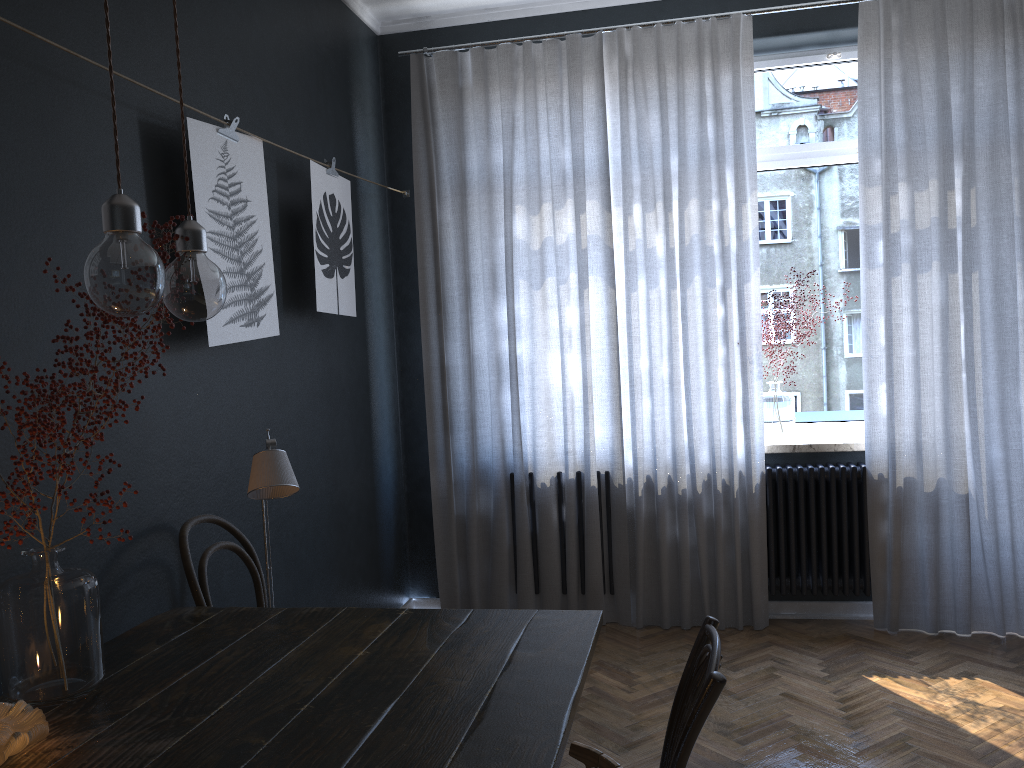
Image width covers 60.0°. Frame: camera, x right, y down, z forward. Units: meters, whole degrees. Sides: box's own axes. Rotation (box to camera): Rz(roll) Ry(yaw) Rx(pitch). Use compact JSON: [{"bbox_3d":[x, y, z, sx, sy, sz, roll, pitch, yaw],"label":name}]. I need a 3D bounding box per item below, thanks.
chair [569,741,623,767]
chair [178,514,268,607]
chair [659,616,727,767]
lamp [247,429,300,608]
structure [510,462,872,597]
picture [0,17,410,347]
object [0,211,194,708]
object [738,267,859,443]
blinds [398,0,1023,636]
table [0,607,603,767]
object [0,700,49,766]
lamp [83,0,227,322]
[{"bbox_3d":[-0.013,0.894,1.028,0.384,0.857,0.455,-3,3,-3],"label":"chair"},{"bbox_3d":[-0.617,0.824,2.514,0.549,0.921,0.437,-2,3,9],"label":"chair"},{"bbox_3d":[0.169,0.871,1.658,0.467,0.820,0.362,-2,3,11],"label":"chair"},{"bbox_3d":[-0.666,0.633,2.363,0.242,1.070,0.800,-5,4,-34],"label":"lamp"},{"bbox_3d":[0.874,0.692,4.256,1.846,0.601,0.215,-2,3,11],"label":"structure"},{"bbox_3d":[-0.943,-0.480,2.316,0.058,0.771,4.453,-2,3,11],"label":"picture"},{"bbox_3d":[-0.913,0.141,1.705,0.638,0.931,0.556,-4,3,-18],"label":"object"},{"bbox_3d":[1.275,-0.124,4.148,0.514,0.810,0.599,-4,3,-14],"label":"object"},{"bbox_3d":[1.494,-0.286,4.002,3.993,2.791,0.312,-2,3,11],"label":"blinds"},{"bbox_3d":[-0.473,0.960,1.445,1.126,0.728,1.603,-2,3,11],"label":"table"},{"bbox_3d":[-0.883,0.581,1.417,0.252,0.072,0.254,-2,3,18],"label":"object"},{"bbox_3d":[-0.024,-0.903,1.041,1.590,1.576,0.582,0,4,43],"label":"lamp"}]
